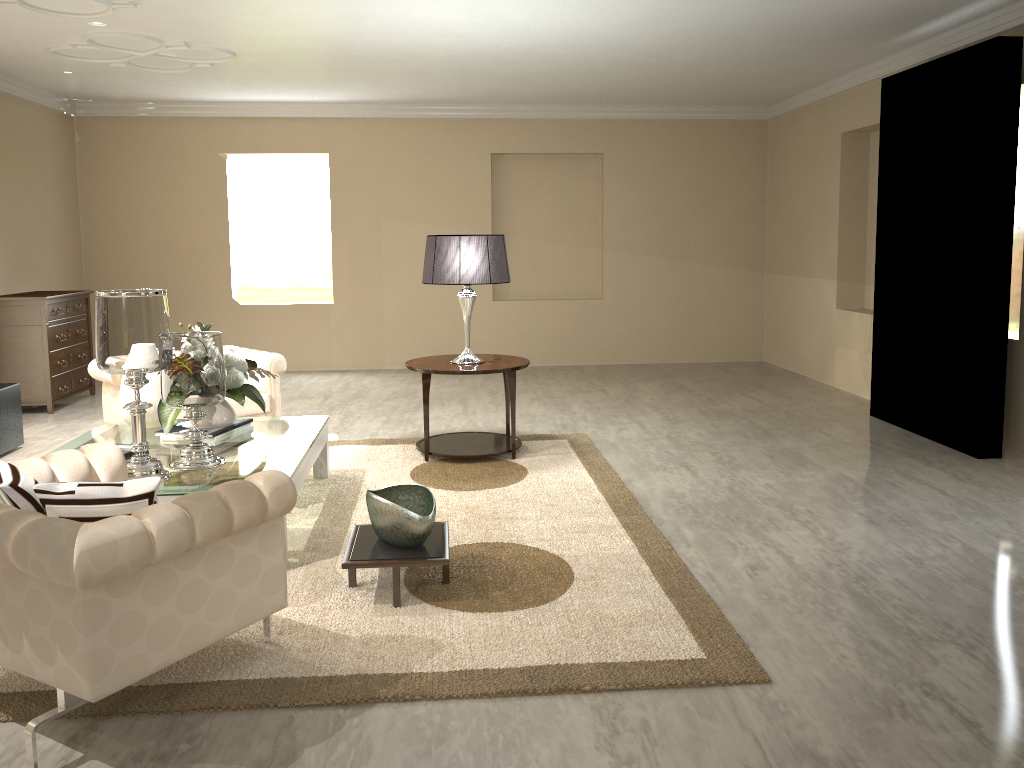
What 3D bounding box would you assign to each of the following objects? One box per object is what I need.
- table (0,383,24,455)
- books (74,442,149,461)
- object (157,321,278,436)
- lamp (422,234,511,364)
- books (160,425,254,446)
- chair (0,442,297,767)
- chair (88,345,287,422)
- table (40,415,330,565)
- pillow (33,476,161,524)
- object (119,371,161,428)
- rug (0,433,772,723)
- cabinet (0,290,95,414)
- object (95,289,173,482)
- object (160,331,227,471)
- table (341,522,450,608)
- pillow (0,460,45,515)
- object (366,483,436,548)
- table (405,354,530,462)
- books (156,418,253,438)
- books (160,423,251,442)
[{"bbox_3d":[-2.962,0.204,4.883,0.330,0.356,0.395,-1,8,-5],"label":"table"},{"bbox_3d":[-1.631,0.292,3.432,0.259,0.044,0.353,2,9,13],"label":"books"},{"bbox_3d":[-1.316,-0.046,3.874,0.510,0.472,0.551,-1,8,-4],"label":"object"},{"bbox_3d":[-0.243,-0.458,4.758,0.475,0.677,0.476,-5,8,-29],"label":"lamp"},{"bbox_3d":[-1.341,0.224,3.916,0.254,0.019,0.346,1,9,11],"label":"books"},{"bbox_3d":[-1.093,0.517,2.343,0.851,0.549,0.714,4,9,30],"label":"chair"},{"bbox_3d":[-1.786,0.108,4.903,0.852,0.548,0.736,-9,11,-44],"label":"chair"},{"bbox_3d":[-1.373,0.440,3.692,1.057,0.343,1.309,-1,9,-5],"label":"table"},{"bbox_3d":[-0.987,0.345,2.160,0.283,0.249,0.186,-2,7,-11],"label":"pillow"},{"bbox_3d":[-1.696,0.006,4.127,0.252,0.383,0.253,-2,7,-9],"label":"object"},{"bbox_3d":[-0.775,0.570,3.682,2.671,0.022,2.991,-1,9,-5],"label":"rug"},{"bbox_3d":[-3.391,-0.248,6.422,0.427,0.808,0.829,-1,8,-5],"label":"cabinet"},{"bbox_3d":[-1.344,0.007,3.170,0.251,0.679,0.252,-1,7,0],"label":"object"},{"bbox_3d":[-1.220,0.059,3.402,0.236,0.502,0.238,-1,7,-7],"label":"object"},{"bbox_3d":[-0.378,0.600,2.966,0.336,0.155,0.388,-1,9,-5],"label":"table"},{"bbox_3d":[-1.280,0.344,2.303,0.198,0.267,0.301,-6,9,-34],"label":"pillow"},{"bbox_3d":[-0.372,0.439,2.948,0.196,0.177,0.377,-5,10,-29],"label":"object"},{"bbox_3d":[-0.237,0.126,4.821,0.674,0.495,0.678,-2,8,-7],"label":"table"},{"bbox_3d":[-1.352,0.188,3.911,0.274,0.016,0.343,1,9,12],"label":"books"},{"bbox_3d":[-1.344,0.206,3.908,0.254,0.019,0.339,1,9,9],"label":"books"}]
